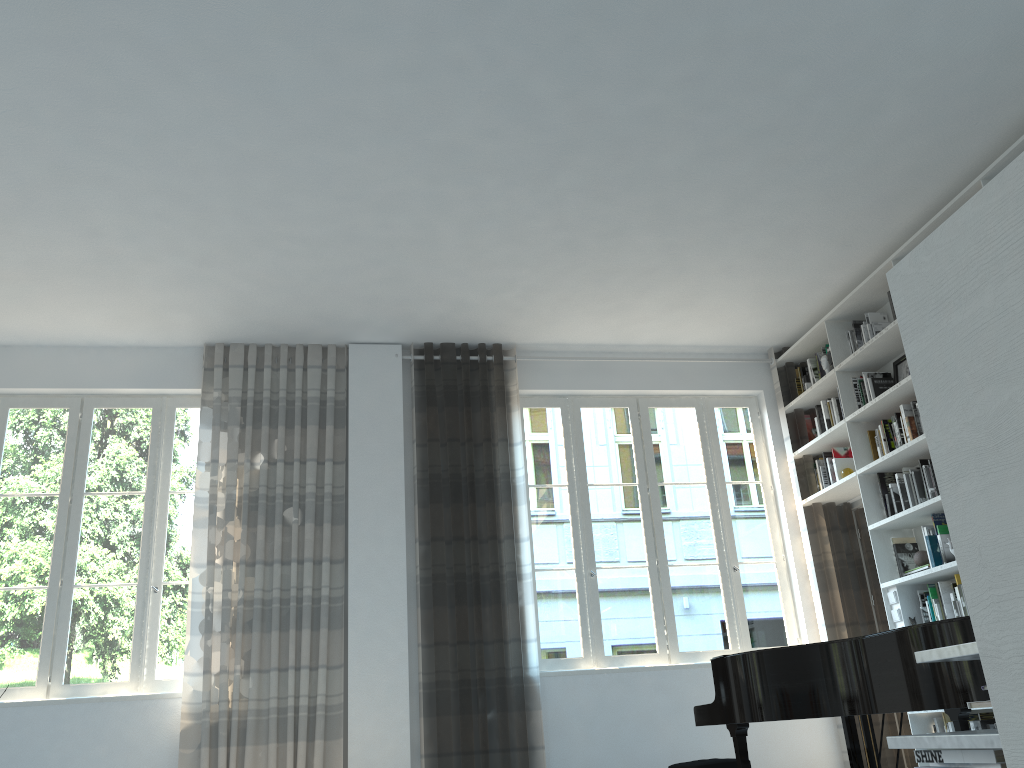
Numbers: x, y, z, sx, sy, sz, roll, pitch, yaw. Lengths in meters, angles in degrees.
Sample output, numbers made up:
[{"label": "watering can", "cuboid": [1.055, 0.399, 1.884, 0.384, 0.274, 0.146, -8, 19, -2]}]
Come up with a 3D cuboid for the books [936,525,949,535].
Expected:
[{"label": "books", "cuboid": [2.578, 0.944, 5.158, 0.172, 0.249, 0.011, 0, -22, -10]}]

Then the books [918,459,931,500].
[{"label": "books", "cuboid": [2.552, 0.598, 5.343, 0.151, 0.298, 0.013, 0, -22, -10]}]

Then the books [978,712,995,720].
[{"label": "books", "cuboid": [2.652, 1.957, 4.851, 0.139, 0.303, 0.014, 0, -22, -10]}]

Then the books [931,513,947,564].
[{"label": "books", "cuboid": [2.583, 0.928, 5.235, 0.153, 0.334, 0.011, 0, -22, -10]}]

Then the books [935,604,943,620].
[{"label": "books", "cuboid": [2.569, 1.371, 5.160, 0.183, 0.188, 0.016, 0, -22, -10]}]

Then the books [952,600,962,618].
[{"label": "books", "cuboid": [2.600, 1.313, 5.009, 0.190, 0.181, 0.029, 0, -22, -10]}]

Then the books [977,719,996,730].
[{"label": "books", "cuboid": [2.638, 1.967, 4.823, 0.159, 0.265, 0.025, 0, -22, -10]}]

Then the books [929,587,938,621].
[{"label": "books", "cuboid": [2.560, 1.337, 5.202, 0.182, 0.285, 0.007, 0, -22, -10]}]

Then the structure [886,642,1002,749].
[{"label": "structure", "cuboid": [1.852, 0.606, 1.291, 3.112, 0.656, 2.911, 0, -22, -10]}]

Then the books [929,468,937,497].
[{"label": "books", "cuboid": [2.574, 0.606, 5.269, 0.151, 0.227, 0.013, 0, -22, -10]}]

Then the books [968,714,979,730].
[{"label": "books", "cuboid": [2.615, 2.001, 4.948, 0.183, 0.299, 0.013, 0, -22, -10]}]

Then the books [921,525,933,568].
[{"label": "books", "cuboid": [2.558, 0.988, 5.312, 0.159, 0.284, 0.012, 0, -22, -10]}]

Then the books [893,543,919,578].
[{"label": "books", "cuboid": [2.507, 1.128, 5.597, 0.156, 0.242, 0.028, 0, -22, -10]}]

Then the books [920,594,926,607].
[{"label": "books", "cuboid": [2.550, 1.391, 5.307, 0.176, 0.263, 0.007, 0, -22, -10]}]

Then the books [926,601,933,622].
[{"label": "books", "cuboid": [2.559, 1.393, 5.250, 0.180, 0.216, 0.015, 0, -22, -10]}]

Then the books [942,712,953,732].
[{"label": "books", "cuboid": [2.595, 2.062, 5.122, 0.157, 0.317, 0.011, 0, -22, -10]}]

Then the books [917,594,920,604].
[{"label": "books", "cuboid": [2.559, 1.404, 5.369, 0.159, 0.284, 0.008, 0, -22, -10]}]

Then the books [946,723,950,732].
[{"label": "books", "cuboid": [2.589, 2.067, 5.058, 0.174, 0.260, 0.013, 0, -22, -10]}]

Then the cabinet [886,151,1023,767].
[{"label": "cabinet", "cuboid": [0.996, 0.087, 0.800, 0.993, 0.665, 0.553, 0, -22, -10]}]

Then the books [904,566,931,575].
[{"label": "books", "cuboid": [2.540, 1.139, 5.419, 0.159, 0.012, 0.286, -1, -22, -7]}]

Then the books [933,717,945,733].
[{"label": "books", "cuboid": [2.583, 2.093, 5.165, 0.181, 0.292, 0.045, 0, -22, -10]}]

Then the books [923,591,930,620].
[{"label": "books", "cuboid": [2.558, 1.374, 5.286, 0.164, 0.278, 0.008, 0, -22, -10]}]

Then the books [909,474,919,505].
[{"label": "books", "cuboid": [2.529, 0.664, 5.420, 0.167, 0.236, 0.024, 0, -22, -10]}]

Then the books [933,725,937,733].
[{"label": "books", "cuboid": [2.583, 2.139, 5.226, 0.161, 0.253, 0.012, 0, -22, -10]}]

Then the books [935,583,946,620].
[{"label": "books", "cuboid": [2.573, 1.304, 5.141, 0.180, 0.299, 0.019, 0, -22, -10]}]

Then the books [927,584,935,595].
[{"label": "books", "cuboid": [2.566, 1.344, 5.260, 0.145, 0.313, 0.007, 0, -22, -10]}]

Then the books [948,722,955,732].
[{"label": "books", "cuboid": [2.597, 2.059, 5.044, 0.177, 0.265, 0.023, 0, -22, -10]}]

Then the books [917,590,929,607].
[{"label": "books", "cuboid": [2.554, 1.390, 5.344, 0.171, 0.293, 0.014, 0, -22, -10]}]

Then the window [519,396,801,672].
[{"label": "window", "cuboid": [1.025, 1.011, 6.431, 1.983, 2.000, 0.074, 0, -22, -10]}]

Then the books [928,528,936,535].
[{"label": "books", "cuboid": [2.573, 0.984, 5.266, 0.143, 0.254, 0.032, 0, -22, -10]}]

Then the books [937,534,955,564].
[{"label": "books", "cuboid": [2.571, 0.964, 5.127, 0.189, 0.189, 0.029, 0, -22, -10]}]

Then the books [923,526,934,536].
[{"label": "books", "cuboid": [2.561, 0.987, 5.293, 0.150, 0.272, 0.024, 0, -22, -10]}]

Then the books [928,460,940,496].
[{"label": "books", "cuboid": [2.570, 0.580, 5.265, 0.145, 0.271, 0.012, 0, -22, -10]}]

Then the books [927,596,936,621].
[{"label": "books", "cuboid": [2.556, 1.368, 5.225, 0.184, 0.243, 0.009, 0, -22, -10]}]

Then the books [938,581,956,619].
[{"label": "books", "cuboid": [2.587, 1.295, 5.130, 0.189, 0.305, 0.012, 0, -22, -10]}]

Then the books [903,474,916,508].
[{"label": "books", "cuboid": [2.522, 0.672, 5.453, 0.189, 0.246, 0.022, 0, -22, -10]}]

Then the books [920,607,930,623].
[{"label": "books", "cuboid": [2.539, 1.421, 5.278, 0.193, 0.188, 0.019, 0, -22, -10]}]

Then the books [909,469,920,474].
[{"label": "books", "cuboid": [2.541, 0.655, 5.445, 0.157, 0.270, 0.011, 0, -22, -10]}]

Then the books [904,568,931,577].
[{"label": "books", "cuboid": [2.544, 1.151, 5.415, 0.161, 0.012, 0.255, 1, -22, -13]}]

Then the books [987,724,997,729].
[{"label": "books", "cuboid": [2.649, 1.938, 4.722, 0.188, 0.243, 0.023, 0, -22, -10]}]

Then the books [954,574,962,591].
[{"label": "books", "cuboid": [2.612, 1.229, 4.992, 0.172, 0.321, 0.021, 0, -22, -10]}]

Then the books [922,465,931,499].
[{"label": "books", "cuboid": [2.566, 0.611, 5.321, 0.156, 0.255, 0.021, 0, -22, -10]}]

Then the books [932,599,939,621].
[{"label": "books", "cuboid": [2.570, 1.364, 5.181, 0.190, 0.218, 0.015, 0, -22, -10]}]

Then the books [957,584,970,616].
[{"label": "books", "cuboid": [2.610, 1.248, 4.956, 0.181, 0.259, 0.028, 0, -22, -10]}]

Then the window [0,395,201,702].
[{"label": "window", "cuboid": [3.226, 0.178, 24.447, 18.530, 18.461, 32.946, -1, -22, -7]}]

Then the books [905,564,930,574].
[{"label": "books", "cuboid": [2.546, 1.128, 5.424, 0.161, 0.012, 0.255, 0, -22, -9]}]

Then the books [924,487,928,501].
[{"label": "books", "cuboid": [2.566, 0.629, 5.366, 0.141, 0.255, 0.048, 0, -22, -10]}]

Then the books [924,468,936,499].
[{"label": "books", "cuboid": [2.560, 0.610, 5.279, 0.177, 0.228, 0.013, 0, -22, -10]}]

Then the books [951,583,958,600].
[{"label": "books", "cuboid": [2.602, 1.274, 5.048, 0.150, 0.281, 0.014, 0, -22, -10]}]

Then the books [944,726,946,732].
[{"label": "books", "cuboid": [2.597, 2.102, 5.126, 0.143, 0.245, 0.024, 0, -22, -10]}]

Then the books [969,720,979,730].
[{"label": "books", "cuboid": [2.631, 1.983, 4.862, 0.186, 0.265, 0.031, 0, -22, -10]}]

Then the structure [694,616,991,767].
[{"label": "structure", "cuboid": [1.734, 1.448, 3.628, 1.334, 0.829, 1.926, 0, -22, -10]}]

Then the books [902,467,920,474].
[{"label": "books", "cuboid": [2.526, 0.657, 5.477, 0.183, 0.292, 0.011, 0, -22, -10]}]

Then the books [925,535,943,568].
[{"label": "books", "cuboid": [2.551, 0.995, 5.224, 0.189, 0.207, 0.029, 0, -22, -10]}]

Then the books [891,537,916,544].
[{"label": "books", "cuboid": [2.513, 1.116, 5.625, 0.159, 0.284, 0.012, 0, -22, -10]}]

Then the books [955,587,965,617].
[{"label": "books", "cuboid": [2.613, 1.269, 4.999, 0.176, 0.253, 0.026, 0, -22, -10]}]

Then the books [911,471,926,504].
[{"label": "books", "cuboid": [2.543, 0.649, 5.392, 0.184, 0.241, 0.023, 0, -22, -10]}]

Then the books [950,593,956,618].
[{"label": "books", "cuboid": [2.602, 1.306, 5.058, 0.159, 0.229, 0.027, 0, -22, -10]}]
